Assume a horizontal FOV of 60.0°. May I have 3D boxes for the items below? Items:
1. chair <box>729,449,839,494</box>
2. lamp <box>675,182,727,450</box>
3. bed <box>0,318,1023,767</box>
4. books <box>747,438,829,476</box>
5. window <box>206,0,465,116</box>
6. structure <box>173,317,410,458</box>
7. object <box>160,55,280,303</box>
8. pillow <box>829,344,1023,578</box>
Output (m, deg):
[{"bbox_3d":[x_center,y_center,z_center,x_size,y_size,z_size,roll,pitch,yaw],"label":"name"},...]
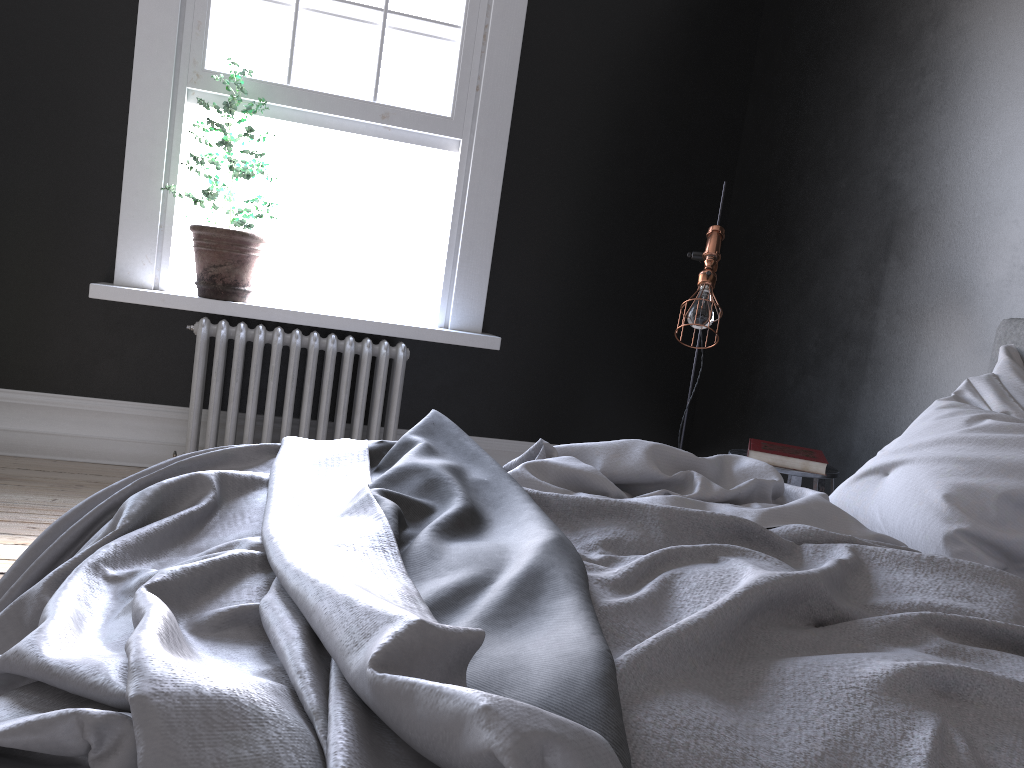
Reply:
[{"bbox_3d":[0.970,0.620,3.366,0.612,0.674,0.613,12,7,29],"label":"chair"},{"bbox_3d":[0.942,-0.051,4.357,0.436,1.783,1.716,11,7,23],"label":"lamp"},{"bbox_3d":[0.316,0.350,1.891,3.286,1.301,2.757,5,6,-26],"label":"bed"},{"bbox_3d":[1.023,0.268,3.313,0.275,0.045,0.345,10,6,15],"label":"books"},{"bbox_3d":[-0.853,-1.873,4.438,1.263,1.019,0.056,7,7,-15],"label":"window"},{"bbox_3d":[-1.083,0.146,4.472,1.142,0.850,0.275,7,7,-15],"label":"structure"},{"bbox_3d":[-1.364,-0.975,4.295,0.473,1.136,0.505,11,7,25],"label":"object"},{"bbox_3d":[1.423,0.301,2.101,0.680,0.761,1.825,7,6,-15],"label":"pillow"}]
